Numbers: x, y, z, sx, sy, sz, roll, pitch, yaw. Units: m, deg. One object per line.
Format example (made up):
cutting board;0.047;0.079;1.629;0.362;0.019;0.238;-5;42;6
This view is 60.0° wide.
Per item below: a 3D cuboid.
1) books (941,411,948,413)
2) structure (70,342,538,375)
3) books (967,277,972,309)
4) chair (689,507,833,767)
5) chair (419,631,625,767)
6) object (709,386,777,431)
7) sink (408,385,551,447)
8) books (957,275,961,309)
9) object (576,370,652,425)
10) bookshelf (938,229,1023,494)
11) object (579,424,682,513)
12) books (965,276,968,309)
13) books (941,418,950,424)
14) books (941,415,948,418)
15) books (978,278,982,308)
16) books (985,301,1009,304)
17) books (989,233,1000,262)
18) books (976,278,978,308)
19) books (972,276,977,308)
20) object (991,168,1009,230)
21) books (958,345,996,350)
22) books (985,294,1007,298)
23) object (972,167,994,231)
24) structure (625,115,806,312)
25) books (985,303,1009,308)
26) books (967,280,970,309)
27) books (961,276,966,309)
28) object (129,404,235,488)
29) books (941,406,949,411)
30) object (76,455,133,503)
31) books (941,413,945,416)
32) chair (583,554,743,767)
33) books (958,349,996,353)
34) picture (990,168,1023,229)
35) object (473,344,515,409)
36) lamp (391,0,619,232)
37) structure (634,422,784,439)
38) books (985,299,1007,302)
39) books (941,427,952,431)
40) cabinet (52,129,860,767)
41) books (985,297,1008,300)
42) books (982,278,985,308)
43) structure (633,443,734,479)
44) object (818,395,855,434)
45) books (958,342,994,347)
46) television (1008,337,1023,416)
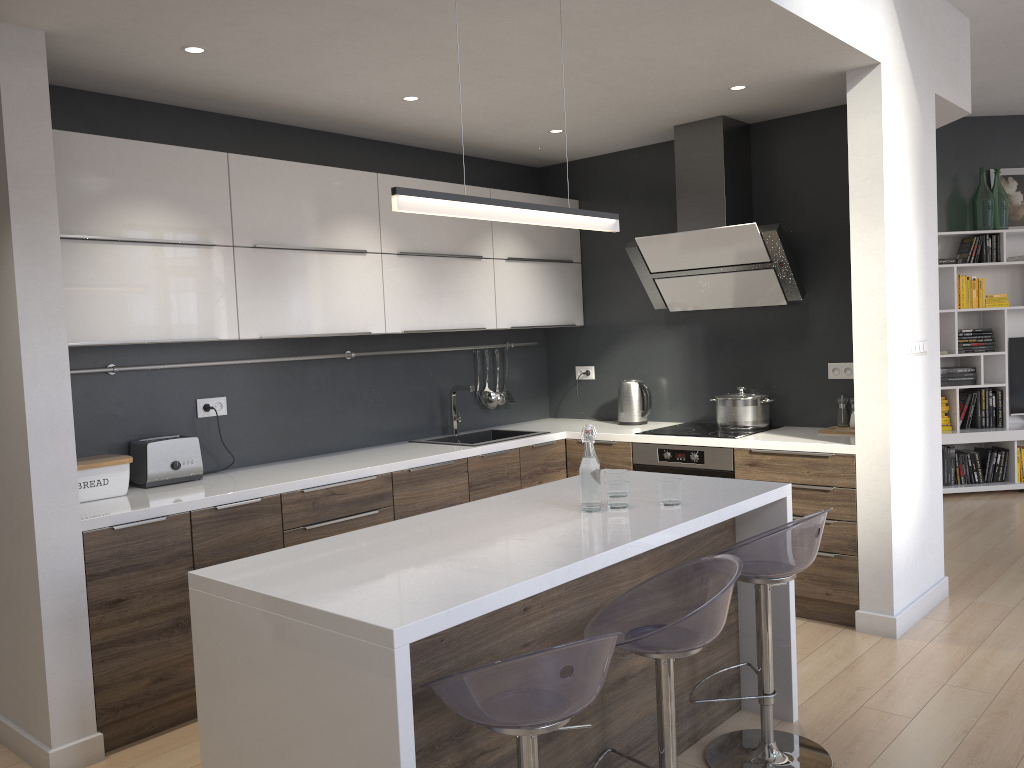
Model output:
books;3.327;0.221;7.119;0.251;0.019;0.180;-3;3;-3
structure;-0.841;-0.152;4.633;0.050;0.045;3.000;0;4;42
books;3.601;-0.724;7.061;0.019;0.251;0.180;-3;3;-3
chair;0.810;0.802;2.856;0.434;0.838;0.475;0;4;39
chair;0.038;0.911;2.011;0.475;0.787;0.434;-5;4;-30
object;1.247;0.125;4.798;0.288;0.223;0.315;-3;3;-7
sink;-0.179;0.267;4.967;0.512;0.518;0.626;0;4;42
books;3.496;-0.727;7.049;0.025;0.270;0.213;-3;3;-3
object;0.618;0.079;5.408;0.179;0.318;0.590;-6;4;-41
bookshelf;4.567;-0.217;7.073;3.000;2.052;0.455;-3;3;-3
object;0.377;0.261;2.823;0.323;0.267;0.148;-2;3;6
books;3.561;-0.726;7.061;0.015;0.263;0.199;-3;3;-3
books;3.331;0.290;7.111;0.255;0.044;0.198;-3;3;-3
books;3.326;0.260;7.123;0.263;0.015;0.198;-3;3;0
books;3.682;-0.719;7.062;0.024;0.234;0.172;-3;3;-3
books;3.821;-0.648;7.068;0.196;0.011;0.148;-3;3;-3
books;3.810;-1.072;7.036;0.019;0.230;0.174;-3;3;-3
books;3.657;-0.720;7.064;0.023;0.239;0.169;-3;3;-3
books;3.628;-0.724;7.060;0.035;0.250;0.185;-3;3;-3
object;3.871;-1.466;7.068;0.157;0.507;0.157;-2;3;10
books;3.671;-0.290;7.071;0.270;0.025;0.189;-3;3;-4
books;3.815;-0.698;7.073;0.186;0.026;0.138;-3;3;-3
object;3.719;-1.456;7.002;0.157;0.507;0.157;-2;3;10
structure;1.074;-0.908;4.796;0.898;0.998;0.407;0;4;42
books;3.821;-0.625;7.065;0.190;0.033;0.147;-3;3;-3
books;3.582;-0.709;7.042;0.024;0.229;0.156;-3;3;-4
books;3.531;-0.722;7.057;0.044;0.255;0.198;-3;3;-3
object;-1.448;0.264;3.842;0.191;0.319;0.562;0;4;42
books;3.337;0.193;7.116;0.250;0.035;0.185;-3;3;0
object;-1.703;0.379;3.496;0.263;0.148;0.380;0;4;42
books;3.317;0.243;7.101;0.228;0.024;0.152;-3;3;1
chair;0.416;0.871;2.411;0.434;0.787;0.475;-2;3;5
books;3.672;-0.264;7.071;0.263;0.026;0.189;-3;3;-5
picture;4.510;-1.600;7.204;1.279;0.707;0.076;-3;3;-3
object;-0.114;-0.049;5.443;0.069;0.389;0.320;0;4;43
lamp;0.011;-0.859;2.631;0.020;0.756;0.998;0;4;42
structure;1.067;0.248;4.799;0.600;0.006;0.550;0;4;42
books;3.816;-0.661;7.047;0.169;0.018;0.113;-3;3;-2
books;3.337;0.353;7.100;0.270;0.029;0.204;-3;3;2
cabinet;-0.421;0.001;3.342;2.402;2.501;4.694;0;4;42
books;3.821;-0.677;7.062;0.187;0.014;0.134;-3;3;-3
books;3.708;-0.720;7.067;0.024;0.234;0.172;-3;3;-3
structure;1.053;0.593;4.784;0.587;0.588;0.584;0;4;42
object;1.729;0.082;4.436;0.330;0.316;0.221;0;4;42
books;3.662;-0.318;7.088;0.266;0.030;0.209;-3;3;-5
television;4.560;-0.049;7.192;1.102;0.704;0.207;-3;3;-3
